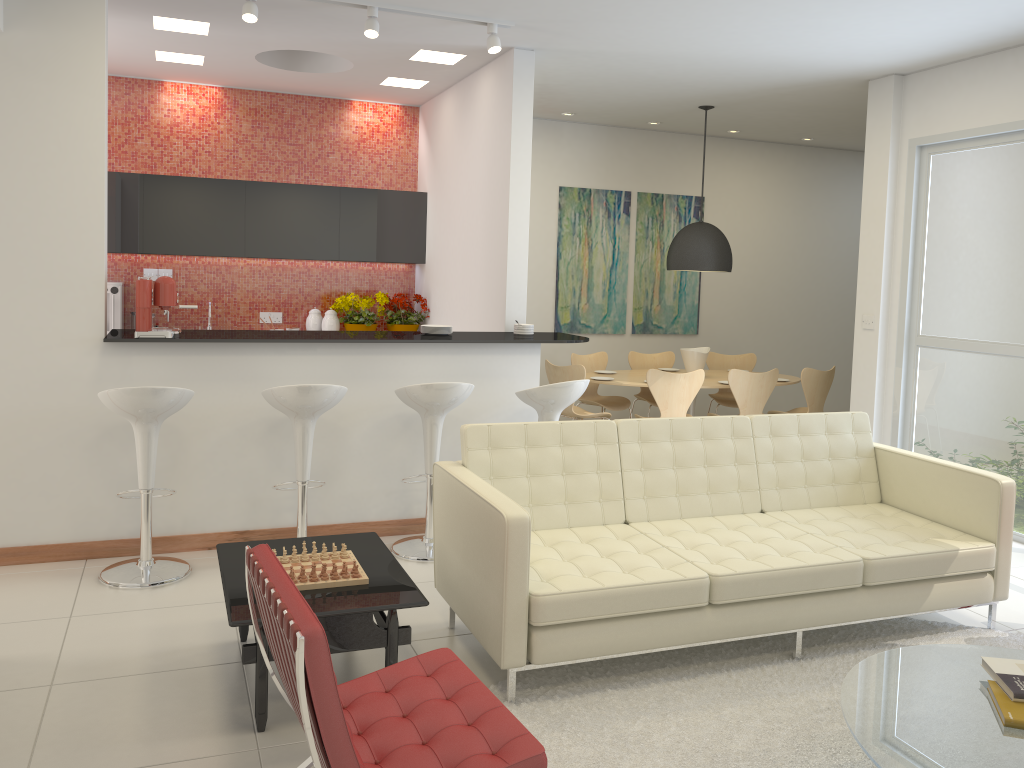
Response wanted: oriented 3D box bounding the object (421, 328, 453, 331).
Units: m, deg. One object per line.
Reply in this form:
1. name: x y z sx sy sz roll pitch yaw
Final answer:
1. object: -0.496 -0.356 5.829 0.210 0.015 0.211 5 8 22

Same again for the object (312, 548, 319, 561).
1. object: -0.797 0.688 3.590 0.030 0.049 0.030 1 5 -14

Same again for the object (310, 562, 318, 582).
1. object: -0.748 0.710 3.351 0.030 0.069 0.030 1 4 -14

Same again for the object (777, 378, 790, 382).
1. object: 2.438 -0.036 8.122 0.211 0.015 0.211 7 8 33

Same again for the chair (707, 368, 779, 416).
1. chair: 1.960 0.296 7.633 0.521 0.903 0.518 0 5 -21

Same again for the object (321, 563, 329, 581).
1. object: -0.711 0.712 3.366 0.030 0.064 0.030 1 4 -14

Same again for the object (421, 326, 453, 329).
1. object: -0.496 -0.369 5.828 0.210 0.015 0.211 5 8 22

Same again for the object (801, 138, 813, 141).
1. object: 3.221 -2.668 9.655 0.129 0.010 0.130 5 8 24

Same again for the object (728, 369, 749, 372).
1. object: 2.250 -0.126 8.803 0.210 0.015 0.211 -5 10 -43

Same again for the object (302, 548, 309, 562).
1. object: -0.834 0.689 3.575 0.030 0.049 0.030 1 5 -14

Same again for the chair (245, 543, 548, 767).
1. chair: -0.366 0.905 2.433 0.706 0.813 0.703 -1 6 -26

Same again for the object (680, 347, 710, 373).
1. object: 1.689 -0.201 8.198 0.271 0.279 0.262 3 5 14

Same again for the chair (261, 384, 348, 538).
1. chair: -1.142 0.480 4.852 0.457 1.017 0.467 1 4 -10

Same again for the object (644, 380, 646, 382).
1. object: 1.244 -0.014 7.636 0.210 0.015 0.211 2 7 5

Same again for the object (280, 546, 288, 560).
1. object: -0.923 0.684 3.583 0.030 0.052 0.030 -1 5 -29

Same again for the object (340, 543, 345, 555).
1. object: -0.700 0.684 3.670 0.030 0.044 0.030 1 5 -14

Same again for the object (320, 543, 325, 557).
1. object: -0.774 0.680 3.641 0.030 0.054 0.030 1 5 -14

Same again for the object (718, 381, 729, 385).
1. object: 1.913 -0.008 7.761 0.210 0.015 0.211 5 8 25

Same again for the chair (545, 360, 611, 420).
1. chair: 0.572 0.256 7.592 0.516 0.903 0.523 -2 6 -37

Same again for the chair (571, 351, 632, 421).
1. chair: 0.843 0.169 8.359 0.522 0.903 0.517 -2 6 -42

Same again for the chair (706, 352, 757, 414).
1. chair: 2.202 0.152 8.853 0.521 0.903 0.518 2 5 3

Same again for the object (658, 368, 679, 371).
1. object: 1.546 -0.139 8.723 0.210 0.015 0.211 1 7 -4

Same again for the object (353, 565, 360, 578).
1. object: -0.599 0.720 3.410 0.030 0.044 0.030 1 5 -14

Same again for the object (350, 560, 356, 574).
1. object: -0.613 0.712 3.447 0.030 0.049 0.030 1 5 -14

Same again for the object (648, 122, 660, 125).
1. object: 1.436 -2.640 8.964 0.129 0.010 0.130 5 8 24

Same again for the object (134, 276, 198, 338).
1. object: -1.930 -0.436 4.951 0.320 0.335 0.322 0 6 -21

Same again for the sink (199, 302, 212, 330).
1. sink: -2.610 -0.444 7.690 0.808 0.535 0.419 0 6 -21

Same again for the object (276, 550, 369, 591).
1. object: -0.781 0.735 3.492 0.360 0.021 0.362 -1 8 -21

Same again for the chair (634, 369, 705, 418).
1. chair: 1.281 0.303 7.400 0.521 0.903 0.518 1 5 -14

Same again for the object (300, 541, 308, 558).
1. object: -0.848 0.674 3.612 0.030 0.069 0.030 1 4 -14

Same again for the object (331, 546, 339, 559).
1. object: -0.722 0.687 3.618 0.030 0.049 0.030 1 5 -14

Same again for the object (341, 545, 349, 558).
1. object: -0.685 0.687 3.633 0.030 0.049 0.030 1 5 -14

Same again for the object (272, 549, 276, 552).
1. object: -0.961 0.688 3.569 0.030 0.044 0.030 1 5 -14

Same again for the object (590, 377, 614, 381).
1. object: 0.790 -0.045 7.762 0.210 0.015 0.211 2 7 1

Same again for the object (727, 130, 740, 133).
1. object: 2.328 -2.654 9.309 0.129 0.010 0.130 5 8 24

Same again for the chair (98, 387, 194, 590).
1. chair: -1.882 0.491 4.566 0.457 1.017 0.467 1 4 -10

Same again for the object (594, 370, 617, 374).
1. object: 0.876 -0.108 8.297 0.210 0.015 0.211 2 7 1

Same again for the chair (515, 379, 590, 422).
1. chair: 0.222 0.459 5.383 0.457 1.017 0.466 -1 5 -35

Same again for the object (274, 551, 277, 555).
1. object: -0.946 0.691 3.532 0.030 0.049 0.030 1 5 -14

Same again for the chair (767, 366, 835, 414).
1. chair: 2.586 0.275 7.967 0.522 0.903 0.517 -2 6 -38

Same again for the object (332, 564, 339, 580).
1. object: -0.673 0.716 3.381 0.030 0.054 0.030 1 5 -14

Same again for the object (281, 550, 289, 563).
1. object: -0.909 0.690 3.546 0.030 0.049 0.030 1 5 -14

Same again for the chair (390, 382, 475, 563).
1. chair: -0.460 0.470 5.116 0.457 1.017 0.467 1 4 -10

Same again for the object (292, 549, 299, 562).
1. object: -0.872 0.689 3.561 0.030 0.049 0.030 1 5 -14

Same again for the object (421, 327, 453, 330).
1. object: -0.496 -0.362 5.829 0.210 0.015 0.211 5 8 22

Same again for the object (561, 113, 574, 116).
1. object: 0.544 -2.627 8.619 0.129 0.010 0.130 5 8 24

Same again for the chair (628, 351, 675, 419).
1. chair: 1.427 0.148 8.684 0.521 0.903 0.518 0 5 -17

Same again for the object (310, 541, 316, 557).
1. object: -0.811 0.676 3.626 0.030 0.064 0.030 1 4 -14

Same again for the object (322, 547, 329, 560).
1. object: -0.760 0.688 3.604 0.030 0.049 0.030 1 5 -14

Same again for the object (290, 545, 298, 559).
1. object: -0.886 0.682 3.598 0.030 0.054 0.030 1 5 -14
